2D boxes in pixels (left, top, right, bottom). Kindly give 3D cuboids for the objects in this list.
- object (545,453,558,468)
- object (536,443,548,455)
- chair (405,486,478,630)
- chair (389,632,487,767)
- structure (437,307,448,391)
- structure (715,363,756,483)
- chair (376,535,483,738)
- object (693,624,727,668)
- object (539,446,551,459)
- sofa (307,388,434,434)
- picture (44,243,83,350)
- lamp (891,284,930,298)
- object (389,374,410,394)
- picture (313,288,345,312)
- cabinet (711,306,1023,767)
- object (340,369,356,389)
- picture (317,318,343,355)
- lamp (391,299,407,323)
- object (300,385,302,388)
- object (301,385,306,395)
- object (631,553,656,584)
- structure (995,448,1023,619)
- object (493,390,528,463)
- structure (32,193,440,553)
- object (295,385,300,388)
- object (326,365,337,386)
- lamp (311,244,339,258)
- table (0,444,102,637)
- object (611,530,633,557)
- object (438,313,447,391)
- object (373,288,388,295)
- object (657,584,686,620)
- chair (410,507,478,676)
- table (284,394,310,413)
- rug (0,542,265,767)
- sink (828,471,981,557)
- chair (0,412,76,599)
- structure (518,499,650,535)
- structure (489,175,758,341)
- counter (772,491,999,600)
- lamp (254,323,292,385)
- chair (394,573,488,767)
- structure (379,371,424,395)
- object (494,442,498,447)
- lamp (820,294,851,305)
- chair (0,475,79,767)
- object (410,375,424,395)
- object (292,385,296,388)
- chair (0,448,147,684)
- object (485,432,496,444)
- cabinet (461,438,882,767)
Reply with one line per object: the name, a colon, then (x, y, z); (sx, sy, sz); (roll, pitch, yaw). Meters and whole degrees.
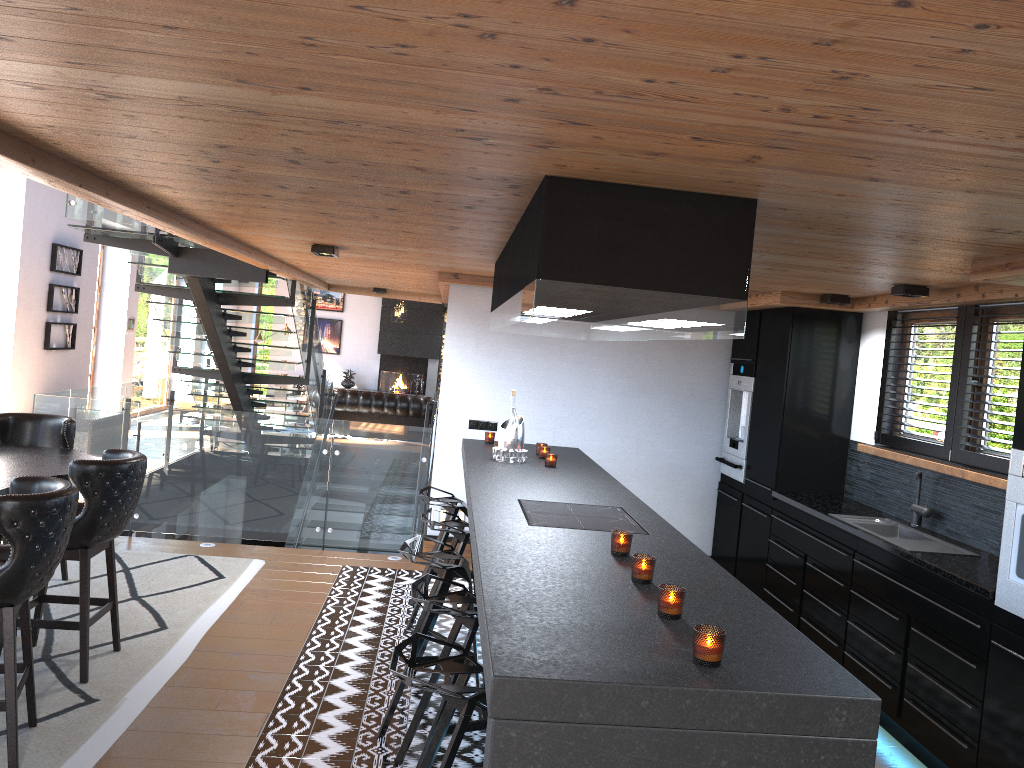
object: (0.241, 0.474, 5.503); (0.080, 0.081, 0.078); (4, 2, -40)
object: (0.201, 0.447, 6.073); (0.080, 0.081, 0.078); (4, 2, -40)
chair: (-0.414, 1.127, 5.797); (0.470, 0.839, 0.538); (5, 2, -5)
chair: (-0.180, 1.271, 2.786); (0.470, 0.839, 0.538); (5, 2, -4)
structure: (-1.457, -0.462, 20.721); (0.503, 2.616, 0.511); (5, 1, -5)
structure: (1.902, 0.309, 7.284); (0.256, 0.945, 0.596); (5, 2, -4)
chair: (-0.336, 1.196, 4.262); (0.469, 0.839, 0.539); (5, 2, 1)
object: (0.474, 0.633, 2.140); (0.078, 0.081, 0.080); (7, 2, 40)
object: (0.215, 0.456, 5.884); (0.080, 0.081, 0.078); (4, 2, -40)
sofa: (-2.373, 0.538, 15.893); (2.572, 0.838, 1.237); (5, 2, -6)
picture: (-5.689, -1.089, 11.255); (0.059, 1.311, 0.773); (5, 2, -4)
lamp: (2.271, -0.536, 5.055); (0.155, 0.068, 0.152); (5, 2, -5)
object: (-2.189, 0.149, 17.434); (0.405, 0.808, 0.621); (6, 2, 6)
picture: (-4.340, -2.115, 20.654); (0.881, 0.816, 0.036); (5, 1, -5)
cabinet: (2.269, 0.665, 4.419); (0.544, 2.379, 6.420); (5, 2, -4)
object: (-3.786, -0.127, 20.497); (0.339, 0.455, 0.336); (6, 2, 21)
picture: (-4.433, -1.125, 20.678); (0.881, 0.816, 0.036); (5, 1, -5)
lamp: (-2.214, -2.348, 17.964); (0.263, 2.201, 0.799); (5, 2, -13)
object: (-3.867, 0.052, 16.261); (0.088, 0.286, 0.087); (5, 2, -27)
object: (-3.812, 0.061, 16.180); (0.088, 0.286, 0.086); (5, 2, -28)
object: (0.424, 0.598, 2.869); (0.078, 0.081, 0.080); (7, 2, 40)
structure: (2.259, 0.635, 3.461); (0.383, 0.673, 0.598); (5, 2, -5)
object: (0.004, 0.262, 5.597); (0.226, 0.452, 0.224); (5, 2, -5)
structure: (-5.172, 0.593, 8.772); (9.229, 6.395, 11.009); (5, 2, -5)
object: (-3.914, 0.051, 16.174); (0.086, 0.286, 0.088); (6, 2, 35)
object: (-4.212, -0.190, 20.390); (0.262, 0.532, 0.422); (4, 2, -36)
lamp: (-1.265, -0.909, 6.014); (0.155, 0.068, 0.261); (5, 2, -5)
table: (-2.949, 0.939, 3.640); (1.432, 0.949, 3.791); (5, 2, -4)
object: (0.398, 0.581, 3.234); (0.078, 0.081, 0.080); (7, 2, 40)
object: (-1.465, -0.457, 20.730); (0.495, 2.611, 0.465); (5, 1, -5)
object: (-1.593, -1.131, 10.734); (0.155, 0.068, 0.261); (5, 2, -5)
object: (0.449, 0.615, 2.504); (0.078, 0.081, 0.080); (7, 2, 40)
chair: (-0.319, 1.166, 5.049); (0.471, 0.839, 0.537); (5, 2, -8)
table: (-3.940, 0.491, 16.263); (0.406, 0.609, 0.417); (5, 2, -5)
rug: (-2.953, 1.382, 3.979); (2.557, 0.047, 5.623); (5, 2, -5)
sink: (2.213, 0.714, 4.982); (0.463, 0.420, 0.961); (5, 2, -4)
chair: (-3.104, 0.752, 5.620); (0.505, 1.091, 0.567); (5, 2, -6)
structure: (0.298, 0.593, 3.932); (0.505, 0.017, 0.609); (5, 2, -5)
structure: (0.328, -0.494, 4.515); (0.712, 0.476, 3.245); (5, 2, -4)
counter: (2.205, 0.862, 5.068); (0.532, 0.040, 2.563); (5, 2, -4)
lamp: (-5.427, -0.424, 19.459); (0.524, 1.898, 1.331); (6, 2, 16)
chair: (-0.205, 1.237, 3.560); (0.471, 0.839, 0.537); (5, 2, -8)
structure: (-2.564, -0.006, 20.502); (0.984, 0.514, 0.183); (5, 2, -6)
object: (-0.082, 0.430, 5.852); (0.080, 0.081, 0.078); (4, 2, -40)
lamp: (2.203, -0.582, 6.039); (0.155, 0.068, 0.152); (5, 2, -5)
chair: (-2.070, 0.936, 3.508); (0.572, 1.091, 0.500); (5, 2, -21)
object: (-2.182, 0.298, 20.173); (0.304, 1.017, 0.311); (7, 2, 41)
object: (-3.984, 0.042, 16.234); (0.087, 0.286, 0.087); (6, 1, 8)
chair: (-2.186, 0.886, 4.461); (0.569, 1.091, 0.503); (5, 2, -6)
object: (-0.163, 0.395, 6.517); (0.078, 0.081, 0.080); (6, 2, 30)
cabinet: (0.181, 1.110, 4.367); (0.890, 1.103, 4.794); (5, 2, -4)
